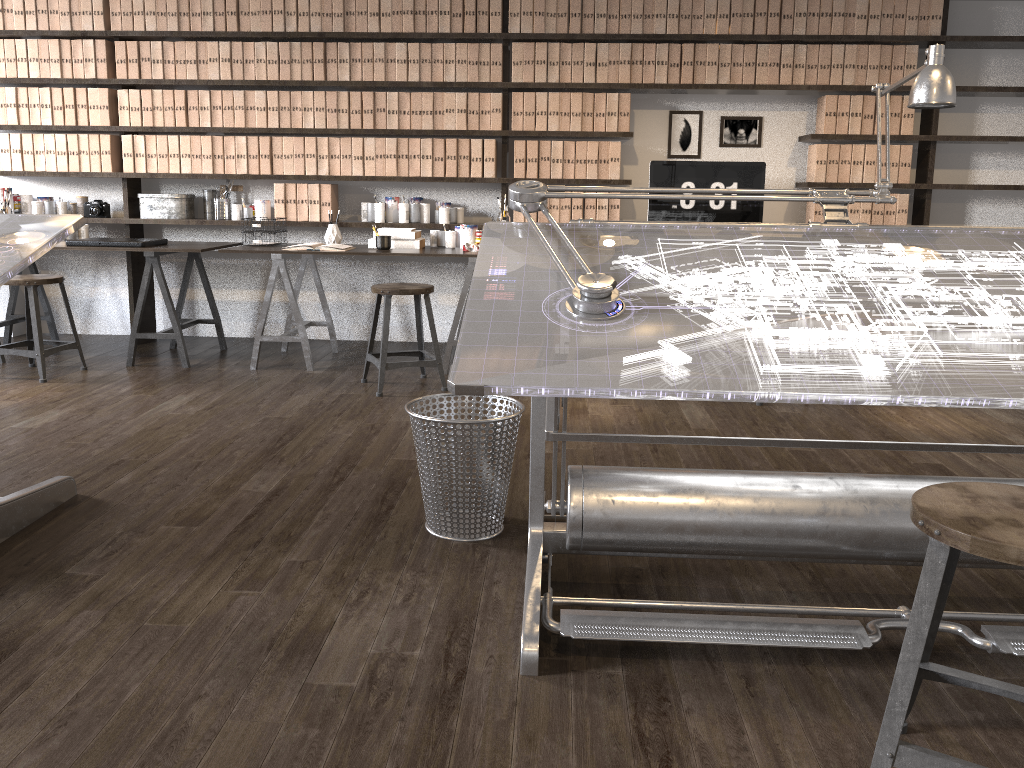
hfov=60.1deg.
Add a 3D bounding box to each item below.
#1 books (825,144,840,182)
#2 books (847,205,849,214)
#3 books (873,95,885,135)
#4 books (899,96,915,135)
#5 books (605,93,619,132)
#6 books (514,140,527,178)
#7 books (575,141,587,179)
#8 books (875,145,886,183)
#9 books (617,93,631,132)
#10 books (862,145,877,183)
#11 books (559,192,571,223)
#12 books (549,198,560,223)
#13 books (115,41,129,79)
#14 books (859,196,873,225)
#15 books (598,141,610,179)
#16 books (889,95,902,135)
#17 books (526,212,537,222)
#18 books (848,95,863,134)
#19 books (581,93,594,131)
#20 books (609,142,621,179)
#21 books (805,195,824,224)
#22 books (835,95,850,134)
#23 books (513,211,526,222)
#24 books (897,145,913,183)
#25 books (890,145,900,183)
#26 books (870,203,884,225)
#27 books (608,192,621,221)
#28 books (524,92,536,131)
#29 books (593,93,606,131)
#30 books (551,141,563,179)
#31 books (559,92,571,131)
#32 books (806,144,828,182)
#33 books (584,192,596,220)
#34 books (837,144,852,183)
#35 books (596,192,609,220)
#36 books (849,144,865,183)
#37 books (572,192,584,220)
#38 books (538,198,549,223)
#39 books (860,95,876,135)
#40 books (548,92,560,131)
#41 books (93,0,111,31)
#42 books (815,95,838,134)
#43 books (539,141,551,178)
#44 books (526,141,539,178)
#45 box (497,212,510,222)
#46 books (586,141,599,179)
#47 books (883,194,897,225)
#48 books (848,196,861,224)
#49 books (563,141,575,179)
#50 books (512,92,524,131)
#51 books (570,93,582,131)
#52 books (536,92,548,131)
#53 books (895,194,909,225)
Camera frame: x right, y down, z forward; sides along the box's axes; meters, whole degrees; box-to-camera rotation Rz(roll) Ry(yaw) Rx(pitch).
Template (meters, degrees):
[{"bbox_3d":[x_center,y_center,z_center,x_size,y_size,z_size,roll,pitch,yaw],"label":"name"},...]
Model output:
[{"bbox_3d":[1.864,-1.293,5.215,0.067,0.224,0.176,1,11,3],"label":"books"},{"bbox_3d":[1.939,-1.020,5.257,0.067,0.223,0.176,1,11,3],"label":"books"},{"bbox_3d":[2.122,-1.555,5.153,0.067,0.224,0.176,1,11,3],"label":"books"},{"bbox_3d":[2.272,-1.552,5.149,0.067,0.223,0.176,1,11,3],"label":"books"},{"bbox_3d":[0.587,-1.594,5.229,0.067,0.224,0.176,1,11,3],"label":"books"},{"bbox_3d":[0.050,-1.339,5.305,0.067,0.223,0.176,1,11,3],"label":"books"},{"bbox_3d":[0.411,-1.330,5.287,0.067,0.224,0.176,1,11,3],"label":"books"},{"bbox_3d":[2.142,-1.285,5.196,0.067,0.224,0.176,1,11,3],"label":"books"},{"bbox_3d":[0.658,-1.593,5.230,0.067,0.224,0.176,1,11,3],"label":"books"},{"bbox_3d":[2.075,-1.287,5.199,0.067,0.224,0.176,1,11,3],"label":"books"},{"bbox_3d":[0.320,-1.061,5.337,0.067,0.223,0.176,1,11,3],"label":"books"},{"bbox_3d":[0.255,-1.063,5.338,0.067,0.223,0.176,1,11,3],"label":"books"},{"bbox_3d":[-2.311,-1.933,5.330,0.067,0.223,0.176,1,11,3],"label":"books"},{"bbox_3d":[2.068,-1.016,5.247,0.067,0.224,0.176,1,11,3],"label":"books"},{"bbox_3d":[0.545,-1.327,5.279,0.067,0.223,0.176,1,11,3],"label":"books"},{"bbox_3d":[2.197,-1.554,5.155,0.067,0.223,0.176,1,11,3],"label":"books"},{"bbox_3d":[0.119,-1.065,5.341,0.067,0.224,0.176,1,11,3],"label":"books"},{"bbox_3d":[1.977,-1.559,5.161,0.067,0.224,0.176,1,11,3],"label":"books"},{"bbox_3d":[0.446,-1.598,5.240,0.067,0.224,0.176,1,11,3],"label":"books"},{"bbox_3d":[0.608,-1.325,5.274,0.067,0.223,0.176,1,11,3],"label":"books"},{"bbox_3d":[1.805,-1.024,5.264,0.067,0.224,0.176,1,11,3],"label":"books"},{"bbox_3d":[1.906,-1.561,5.169,0.067,0.224,0.176,1,11,3],"label":"books"},{"bbox_3d":[0.047,-1.068,5.347,0.067,0.224,0.176,1,11,3],"label":"books"},{"bbox_3d":[2.275,-1.283,5.195,0.067,0.224,0.176,1,11,3],"label":"books"},{"bbox_3d":[2.205,-1.284,5.197,0.067,0.223,0.176,1,11,3],"label":"books"},{"bbox_3d":[2.139,-1.015,5.247,0.067,0.224,0.176,1,11,3],"label":"books"},{"bbox_3d":[0.611,-1.054,5.323,0.067,0.224,0.176,1,11,3],"label":"books"},{"bbox_3d":[0.106,-1.607,5.256,0.067,0.224,0.176,1,11,3],"label":"books"},{"bbox_3d":[0.517,-1.596,5.236,0.067,0.224,0.176,1,11,3],"label":"books"},{"bbox_3d":[0.270,-1.333,5.290,0.067,0.224,0.176,1,11,3],"label":"books"},{"bbox_3d":[0.312,-1.601,5.245,0.067,0.223,0.176,1,11,3],"label":"books"},{"bbox_3d":[1.793,-1.294,5.215,0.067,0.224,0.176,1,11,3],"label":"books"},{"bbox_3d":[0.469,-1.058,5.330,0.067,0.224,0.176,1,11,3],"label":"books"},{"bbox_3d":[1.934,-1.292,5.213,0.067,0.224,0.176,1,11,3],"label":"books"},{"bbox_3d":[0.540,-1.055,5.322,0.067,0.224,0.176,1,11,3],"label":"books"},{"bbox_3d":[2.003,-1.289,5.206,0.067,0.224,0.176,1,11,3],"label":"books"},{"bbox_3d":[0.394,-1.059,5.328,0.067,0.224,0.176,1,11,3],"label":"books"},{"bbox_3d":[0.191,-1.063,5.337,0.067,0.224,0.176,1,11,3],"label":"books"},{"bbox_3d":[2.048,-1.558,5.162,0.067,0.224,0.176,1,11,3],"label":"books"},{"bbox_3d":[0.249,-1.603,5.247,0.067,0.223,0.176,1,11,3],"label":"books"},{"bbox_3d":[-2.423,-2.204,5.285,0.067,0.224,0.176,1,11,3],"label":"books"},{"bbox_3d":[1.835,-1.563,5.172,0.067,0.224,0.176,1,11,3],"label":"books"},{"bbox_3d":[0.199,-1.336,5.298,0.067,0.224,0.176,1,11,3],"label":"books"},{"bbox_3d":[0.124,-1.336,5.296,0.067,0.224,0.176,1,11,3],"label":"books"},{"bbox_3d":[-0.018,-0.883,5.104,0.212,0.205,0.139,1,11,3],"label":"box"},{"bbox_3d":[0.478,-1.327,5.278,0.067,0.224,0.176,1,11,3],"label":"books"},{"bbox_3d":[2.209,-1.014,5.246,0.067,0.224,0.176,1,11,3],"label":"books"},{"bbox_3d":[2.002,-1.018,5.252,0.067,0.223,0.176,1,11,3],"label":"books"},{"bbox_3d":[0.340,-1.332,5.290,0.067,0.224,0.176,1,11,3],"label":"books"},{"bbox_3d":[0.037,-1.609,5.261,0.067,0.224,0.176,1,11,3],"label":"books"},{"bbox_3d":[0.378,-1.599,5.237,0.067,0.224,0.176,1,11,3],"label":"books"},{"bbox_3d":[0.176,-1.604,5.248,0.067,0.224,0.176,1,11,3],"label":"books"},{"bbox_3d":[2.273,-1.011,5.236,0.067,0.224,0.176,1,11,3],"label":"books"}]
